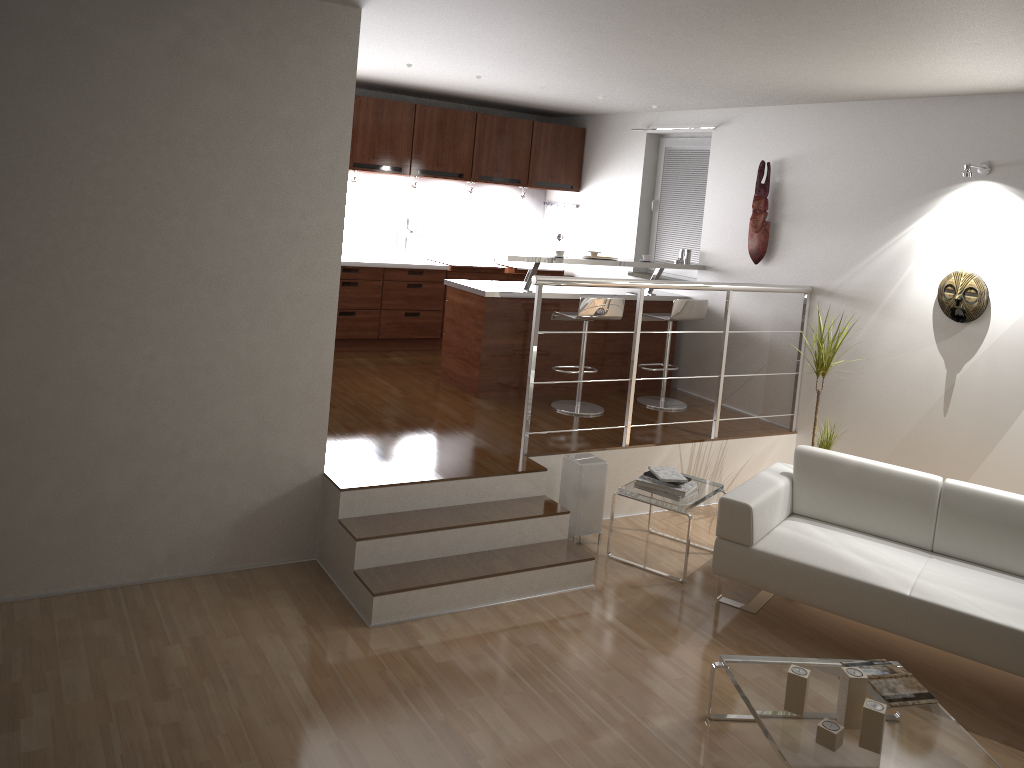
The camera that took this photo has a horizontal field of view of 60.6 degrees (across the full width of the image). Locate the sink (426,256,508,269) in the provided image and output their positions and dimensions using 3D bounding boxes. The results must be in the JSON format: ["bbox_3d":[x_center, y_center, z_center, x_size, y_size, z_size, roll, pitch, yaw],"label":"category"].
[{"bbox_3d":[-0.453,-1.109,8.517,0.599,0.197,0.613,-2,13,-31],"label":"sink"}]

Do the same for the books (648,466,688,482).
[{"bbox_3d":[0.863,0.500,4.854,0.151,0.014,0.221,3,12,-11],"label":"books"}]

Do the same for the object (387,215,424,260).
[{"bbox_3d":[-0.992,-1.396,8.351,0.329,0.400,0.166,1,6,-31],"label":"object"}]

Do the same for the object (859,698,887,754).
[{"bbox_3d":[1.191,1.121,2.890,0.068,0.149,0.067,8,5,29],"label":"object"}]

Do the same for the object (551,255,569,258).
[{"bbox_3d":[0.342,-0.945,6.502,0.129,0.008,0.143,-1,14,-28],"label":"object"}]

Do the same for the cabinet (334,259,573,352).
[{"bbox_3d":[-1.082,-0.757,8.163,3.498,0.788,0.693,-2,10,-31],"label":"cabinet"}]

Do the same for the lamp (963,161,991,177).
[{"bbox_3d":[2.714,-1.261,5.132,0.190,0.107,0.081,-1,9,-31],"label":"lamp"}]

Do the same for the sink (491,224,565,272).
[{"bbox_3d":[0.127,-1.316,8.842,0.670,0.571,0.612,0,9,-31],"label":"sink"}]

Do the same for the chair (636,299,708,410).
[{"bbox_3d":[1.202,-0.260,6.726,0.386,0.837,0.432,2,6,-36],"label":"chair"}]

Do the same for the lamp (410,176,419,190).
[{"bbox_3d":[-0.889,-1.828,7.966,0.080,0.123,0.081,6,6,8],"label":"lamp"}]

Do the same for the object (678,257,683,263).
[{"bbox_3d":[1.390,-1.022,7.214,0.051,0.045,0.051,8,9,16],"label":"object"}]

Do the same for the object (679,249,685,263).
[{"bbox_3d":[1.415,-1.064,7.271,0.053,0.108,0.052,10,7,42],"label":"object"}]

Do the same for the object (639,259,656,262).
[{"bbox_3d":[1.065,-0.981,6.971,0.142,0.008,0.130,15,15,37],"label":"object"}]

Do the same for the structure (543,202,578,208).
[{"bbox_3d":[0.496,-1.837,8.984,0.048,0.033,0.610,0,13,-31],"label":"structure"}]

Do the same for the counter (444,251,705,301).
[{"bbox_3d":[0.590,-0.880,7.070,2.099,0.313,0.856,-2,13,-31],"label":"counter"}]

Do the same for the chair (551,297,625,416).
[{"bbox_3d":[0.520,-0.235,6.319,0.387,0.837,0.433,3,6,-27],"label":"chair"}]

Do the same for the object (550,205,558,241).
[{"bbox_3d":[0.438,-1.652,8.999,0.020,0.373,0.108,3,4,-31],"label":"object"}]

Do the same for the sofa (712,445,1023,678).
[{"bbox_3d":[1.971,0.869,4.173,1.805,0.729,0.912,13,11,33],"label":"sofa"}]

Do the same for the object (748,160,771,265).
[{"bbox_3d":[1.877,-1.291,6.604,0.152,0.779,0.152,6,4,14],"label":"object"}]

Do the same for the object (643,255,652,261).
[{"bbox_3d":[1.076,-1.003,6.978,0.079,0.045,0.068,6,9,6],"label":"object"}]

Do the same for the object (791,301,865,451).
[{"bbox_3d":[1.899,0.216,5.473,0.500,1.456,0.447,4,4,-18],"label":"object"}]

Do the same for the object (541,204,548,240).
[{"bbox_3d":[0.336,-1.693,9.158,0.033,0.377,0.066,3,4,-31],"label":"object"}]

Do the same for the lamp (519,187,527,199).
[{"bbox_3d":[0.106,-1.865,8.560,0.080,0.123,0.081,6,6,8],"label":"lamp"}]

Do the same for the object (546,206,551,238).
[{"bbox_3d":[0.382,-1.680,9.105,0.008,0.373,0.033,3,4,-31],"label":"object"}]

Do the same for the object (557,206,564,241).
[{"bbox_3d":[0.512,-1.633,8.913,0.043,0.360,0.092,3,4,-32],"label":"object"}]

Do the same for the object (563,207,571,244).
[{"bbox_3d":[0.555,-1.595,8.796,0.024,0.377,0.072,3,4,-31],"label":"object"}]

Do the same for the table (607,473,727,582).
[{"bbox_3d":[0.886,0.773,4.950,0.470,0.394,0.554,11,11,33],"label":"table"}]

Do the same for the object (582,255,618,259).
[{"bbox_3d":[0.688,-0.983,6.818,0.308,0.010,0.223,-1,14,-28],"label":"object"}]

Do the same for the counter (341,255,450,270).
[{"bbox_3d":[-1.647,-1.110,7.783,2.099,0.039,0.695,-2,14,-31],"label":"counter"}]

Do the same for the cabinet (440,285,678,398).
[{"bbox_3d":[0.410,-0.367,7.105,1.845,0.740,0.645,-1,9,-31],"label":"cabinet"}]

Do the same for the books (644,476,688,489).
[{"bbox_3d":[0.861,0.528,4.856,0.219,0.014,0.153,12,14,28],"label":"books"}]

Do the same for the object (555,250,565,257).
[{"bbox_3d":[0.359,-0.967,6.505,0.079,0.045,0.068,8,10,13],"label":"object"}]

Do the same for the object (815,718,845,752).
[{"bbox_3d":[1.047,1.148,2.882,0.068,0.073,0.067,12,10,43],"label":"object"}]

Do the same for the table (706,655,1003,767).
[{"bbox_3d":[1.192,1.277,3.099,0.793,0.245,0.716,4,11,-6],"label":"table"}]

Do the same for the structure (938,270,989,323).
[{"bbox_3d":[2.672,-0.523,5.227,0.069,0.312,0.323,3,8,-31],"label":"structure"}]

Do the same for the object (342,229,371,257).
[{"bbox_3d":[-1.482,-1.310,8.121,0.369,0.237,0.159,0,8,-31],"label":"object"}]

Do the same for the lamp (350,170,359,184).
[{"bbox_3d":[-1.387,-1.810,7.669,0.080,0.123,0.081,6,6,8],"label":"lamp"}]

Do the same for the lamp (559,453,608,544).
[{"bbox_3d":[0.404,0.666,5.056,0.192,0.475,0.202,3,5,-31],"label":"lamp"}]

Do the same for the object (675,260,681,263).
[{"bbox_3d":[1.367,-1.013,7.226,0.050,0.019,0.052,-1,13,-28],"label":"object"}]

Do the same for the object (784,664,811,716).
[{"bbox_3d":[0.999,1.065,3.067,0.068,0.149,0.067,8,5,29],"label":"object"}]

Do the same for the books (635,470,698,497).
[{"bbox_3d":[0.859,0.549,4.857,0.290,0.027,0.229,12,14,28],"label":"books"}]

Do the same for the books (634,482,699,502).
[{"bbox_3d":[0.856,0.576,4.858,0.292,0.027,0.228,15,15,37],"label":"books"}]

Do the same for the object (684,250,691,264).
[{"bbox_3d":[1.450,-1.051,7.224,0.053,0.110,0.052,10,7,42],"label":"object"}]

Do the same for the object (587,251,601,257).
[{"bbox_3d":[0.642,-1.002,6.778,0.140,0.041,0.132,-1,13,-29],"label":"object"}]

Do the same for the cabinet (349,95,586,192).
[{"bbox_3d":[-0.616,-2.255,8.292,2.714,0.627,0.663,-2,10,-31],"label":"cabinet"}]

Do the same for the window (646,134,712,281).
[{"bbox_3d":[1.503,-1.547,7.643,0.141,1.251,0.858,3,6,-31],"label":"window"}]

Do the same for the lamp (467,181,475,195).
[{"bbox_3d":[-0.392,-1.847,8.263,0.080,0.123,0.081,6,6,8],"label":"lamp"}]

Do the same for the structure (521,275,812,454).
[{"bbox_3d":[1.077,-0.146,5.673,2.320,1.038,0.058,-1,6,-31],"label":"structure"}]

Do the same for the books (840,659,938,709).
[{"bbox_3d":[1.395,1.108,3.252,0.203,0.055,0.298,2,12,-16],"label":"books"}]

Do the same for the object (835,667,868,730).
[{"bbox_3d":[1.166,1.071,3.004,0.067,0.194,0.068,5,4,-6],"label":"object"}]
